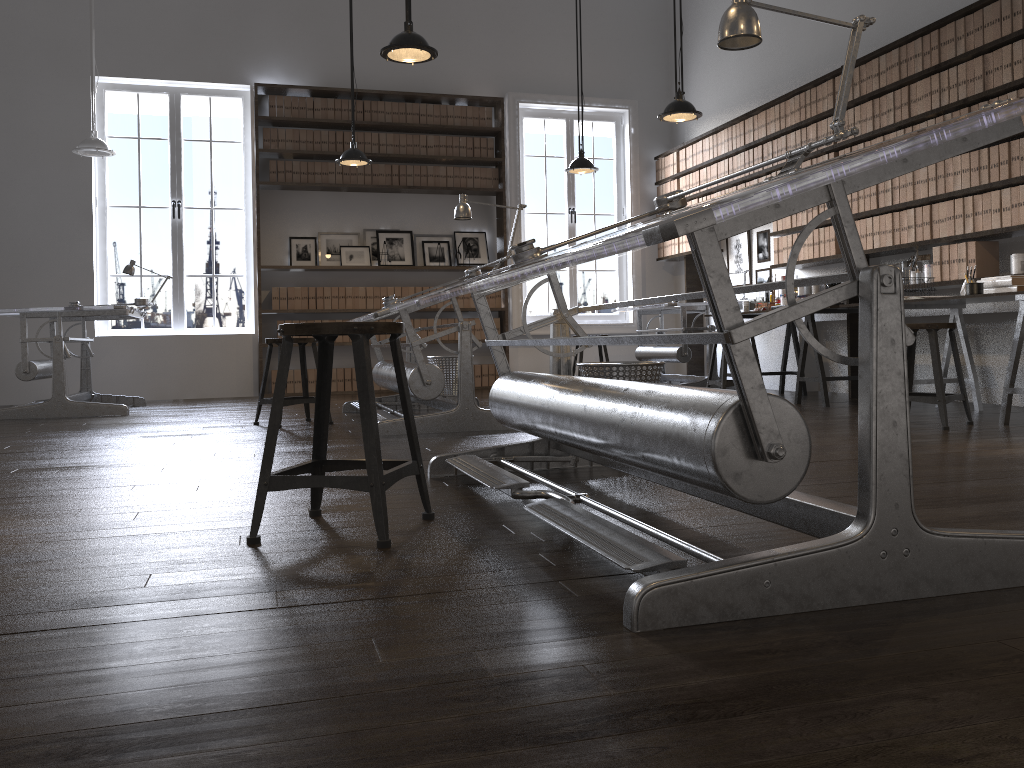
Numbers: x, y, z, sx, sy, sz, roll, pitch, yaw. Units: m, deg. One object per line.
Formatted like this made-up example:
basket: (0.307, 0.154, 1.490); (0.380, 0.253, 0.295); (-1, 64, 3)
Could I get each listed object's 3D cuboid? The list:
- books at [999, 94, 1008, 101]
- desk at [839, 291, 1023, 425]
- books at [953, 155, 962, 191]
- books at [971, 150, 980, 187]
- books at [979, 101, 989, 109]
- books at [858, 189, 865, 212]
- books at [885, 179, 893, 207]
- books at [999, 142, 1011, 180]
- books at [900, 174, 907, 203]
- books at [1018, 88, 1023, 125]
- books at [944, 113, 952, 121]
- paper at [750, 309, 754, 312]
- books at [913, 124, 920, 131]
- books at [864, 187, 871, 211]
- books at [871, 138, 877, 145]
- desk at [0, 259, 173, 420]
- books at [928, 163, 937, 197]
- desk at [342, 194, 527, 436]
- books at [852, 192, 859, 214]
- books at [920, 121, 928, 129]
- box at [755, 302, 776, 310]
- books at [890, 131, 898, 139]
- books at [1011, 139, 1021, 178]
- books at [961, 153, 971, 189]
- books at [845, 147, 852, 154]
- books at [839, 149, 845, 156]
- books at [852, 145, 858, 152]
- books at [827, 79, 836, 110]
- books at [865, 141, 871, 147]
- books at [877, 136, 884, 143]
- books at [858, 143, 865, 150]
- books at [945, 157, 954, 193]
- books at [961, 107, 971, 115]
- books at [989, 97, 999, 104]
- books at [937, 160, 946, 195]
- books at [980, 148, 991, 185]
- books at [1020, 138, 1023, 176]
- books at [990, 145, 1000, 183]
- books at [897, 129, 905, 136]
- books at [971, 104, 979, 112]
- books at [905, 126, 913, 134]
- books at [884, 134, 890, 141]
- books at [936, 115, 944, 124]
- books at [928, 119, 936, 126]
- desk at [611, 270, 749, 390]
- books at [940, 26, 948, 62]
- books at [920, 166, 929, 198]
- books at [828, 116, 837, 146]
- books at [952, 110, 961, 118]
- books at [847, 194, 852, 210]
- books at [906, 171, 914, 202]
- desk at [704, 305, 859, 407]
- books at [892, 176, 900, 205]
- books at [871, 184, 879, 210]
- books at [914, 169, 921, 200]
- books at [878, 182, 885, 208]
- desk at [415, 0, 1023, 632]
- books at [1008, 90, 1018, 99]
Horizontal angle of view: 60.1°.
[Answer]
books: (2.922, -1.558, 5.136); (0.174, 0.226, 0.066); (-1, 0, -16)
desk: (2.621, -0.145, 4.886); (0.656, 0.669, 1.669); (-1, 2, -16)
books: (2.826, -1.295, 5.480); (0.174, 0.226, 0.066); (-1, 0, -16)
books: (2.863, -1.289, 5.339); (0.174, 0.226, 0.067); (-1, 0, -16)
books: (2.879, -1.564, 5.271); (0.174, 0.226, 0.066); (-1, 0, -16)
books: (2.577, -1.330, 6.352); (0.174, 0.225, 0.066); (-1, 0, -16)
books: (2.654, -1.318, 6.076); (0.174, 0.226, 0.066); (-1, 0, -16)
books: (2.922, -1.281, 5.135); (0.174, 0.226, 0.067); (-1, 0, -16)
books: (2.697, -1.313, 5.941); (0.174, 0.226, 0.066); (-1, 0, -16)
books: (2.958, -1.553, 5.006); (0.174, 0.225, 0.066); (-1, 0, -16)
books: (2.803, -1.575, 5.546); (0.174, 0.225, 0.066); (-1, 0, -16)
paper: (1.937, -0.585, 7.091); (0.137, 0.038, 0.155); (-3, 3, -31)
books: (2.729, -1.585, 5.814); (0.174, 0.226, 0.066); (-1, 0, -16)
books: (2.598, -1.327, 6.289); (0.174, 0.225, 0.066); (-1, 0, -16)
books: (2.615, -1.601, 6.207); (0.174, 0.226, 0.066); (-1, 0, -16)
desk: (-3.234, -0.377, 6.808); (1.171, 1.189, 1.269); (-1, 1, -16)
books: (2.766, -1.303, 5.681); (0.174, 0.226, 0.067); (-1, 0, -16)
desk: (-0.478, -0.477, 5.609); (1.077, 1.386, 2.281); (-1, 2, -16)
books: (2.556, -1.332, 6.411); (0.174, 0.226, 0.067); (-1, 0, -16)
books: (2.745, -1.582, 5.746); (0.174, 0.226, 0.066); (-1, 0, -16)
box: (2.080, -0.617, 7.149); (0.137, 0.083, 0.212); (-2, 2, -16)
books: (2.667, -1.593, 6.017); (0.174, 0.225, 0.066); (-1, 0, -16)
books: (2.948, -1.278, 5.064); (0.174, 0.226, 0.066); (-1, 0, -16)
books: (2.843, -1.292, 5.409); (0.174, 0.226, 0.066); (-1, 0, -16)
books: (2.531, -1.612, 6.483); (0.174, 0.226, 0.067); (-1, 0, -16)
books: (2.516, -1.615, 6.555); (0.174, 0.225, 0.066); (-1, 0, -16)
books: (2.557, -1.609, 6.412); (0.174, 0.226, 0.066); (-1, 0, -16)
books: (2.469, -2.171, 6.662); (0.174, 0.226, 0.066); (-1, 0, -16)
books: (2.596, -1.604, 6.276); (0.174, 0.226, 0.066); (-1, 0, -16)
books: (2.628, -1.598, 6.141); (0.174, 0.226, 0.067); (-1, 0, -16)
books: (2.572, -1.606, 6.342); (0.174, 0.226, 0.066); (-1, 0, -16)
books: (2.811, -1.298, 5.548); (0.174, 0.226, 0.066); (-1, 0, -16)
books: (2.838, -1.569, 5.411); (0.174, 0.226, 0.067); (-1, 0, -16)
books: (2.903, -1.561, 5.204); (0.174, 0.226, 0.066); (-1, 0, -16)
books: (2.790, -1.300, 5.614); (0.174, 0.226, 0.066); (-1, 0, -16)
books: (2.884, -1.287, 5.280); (0.174, 0.225, 0.066); (-1, 0, -16)
books: (2.964, -1.275, 4.995); (0.174, 0.226, 0.066); (-1, 0, -16)
books: (2.907, -1.284, 5.208); (0.174, 0.225, 0.066); (-1, 0, -16)
books: (2.685, -1.591, 5.947); (0.174, 0.226, 0.067); (-1, 0, -16)
books: (2.864, -1.566, 5.340); (0.174, 0.226, 0.066); (-1, 0, -16)
books: (2.708, -1.588, 5.880); (0.174, 0.226, 0.066); (-1, 0, -16)
books: (2.651, -1.596, 6.078); (0.174, 0.225, 0.066); (-1, 0, -16)
books: (2.781, -1.577, 5.606); (0.174, 0.226, 0.067); (-1, 0, -16)
books: (2.761, -1.580, 5.675); (0.174, 0.226, 0.066); (-1, 0, -16)
desk: (1.652, -0.492, 8.147); (1.071, 1.098, 1.269); (-1, 1, -16)
books: (2.788, -2.128, 5.569); (0.174, 0.225, 0.066); (-1, 0, -16)
books: (2.748, -1.305, 5.751); (0.174, 0.225, 0.066); (-1, 0, -16)
books: (2.474, -1.894, 6.667); (0.174, 0.226, 0.067); (-1, 0, -16)
books: (2.823, -1.572, 5.484); (0.174, 0.225, 0.066); (-1, 0, -16)
books: (2.536, -1.335, 6.481); (0.174, 0.226, 0.066); (-1, 0, -16)
books: (2.710, -1.310, 5.875); (0.174, 0.226, 0.067); (-1, 0, -16)
desk: (2.135, -0.212, 6.582); (0.656, 0.669, 1.669); (-1, 2, -16)
books: (2.677, -1.316, 6.009); (0.174, 0.226, 0.066); (-1, 0, -16)
books: (2.613, -1.324, 6.216); (0.174, 0.226, 0.067); (-1, 0, -16)
books: (2.733, -1.308, 5.812); (0.174, 0.225, 0.066); (-1, 0, -16)
books: (2.639, -1.321, 6.146); (0.174, 0.226, 0.066); (-1, 0, -16)
desk: (0.445, -0.349, 2.386); (1.077, 1.386, 2.069); (-1, 2, -16)
books: (2.935, -1.555, 5.069); (0.174, 0.226, 0.067); (-1, 0, -16)
